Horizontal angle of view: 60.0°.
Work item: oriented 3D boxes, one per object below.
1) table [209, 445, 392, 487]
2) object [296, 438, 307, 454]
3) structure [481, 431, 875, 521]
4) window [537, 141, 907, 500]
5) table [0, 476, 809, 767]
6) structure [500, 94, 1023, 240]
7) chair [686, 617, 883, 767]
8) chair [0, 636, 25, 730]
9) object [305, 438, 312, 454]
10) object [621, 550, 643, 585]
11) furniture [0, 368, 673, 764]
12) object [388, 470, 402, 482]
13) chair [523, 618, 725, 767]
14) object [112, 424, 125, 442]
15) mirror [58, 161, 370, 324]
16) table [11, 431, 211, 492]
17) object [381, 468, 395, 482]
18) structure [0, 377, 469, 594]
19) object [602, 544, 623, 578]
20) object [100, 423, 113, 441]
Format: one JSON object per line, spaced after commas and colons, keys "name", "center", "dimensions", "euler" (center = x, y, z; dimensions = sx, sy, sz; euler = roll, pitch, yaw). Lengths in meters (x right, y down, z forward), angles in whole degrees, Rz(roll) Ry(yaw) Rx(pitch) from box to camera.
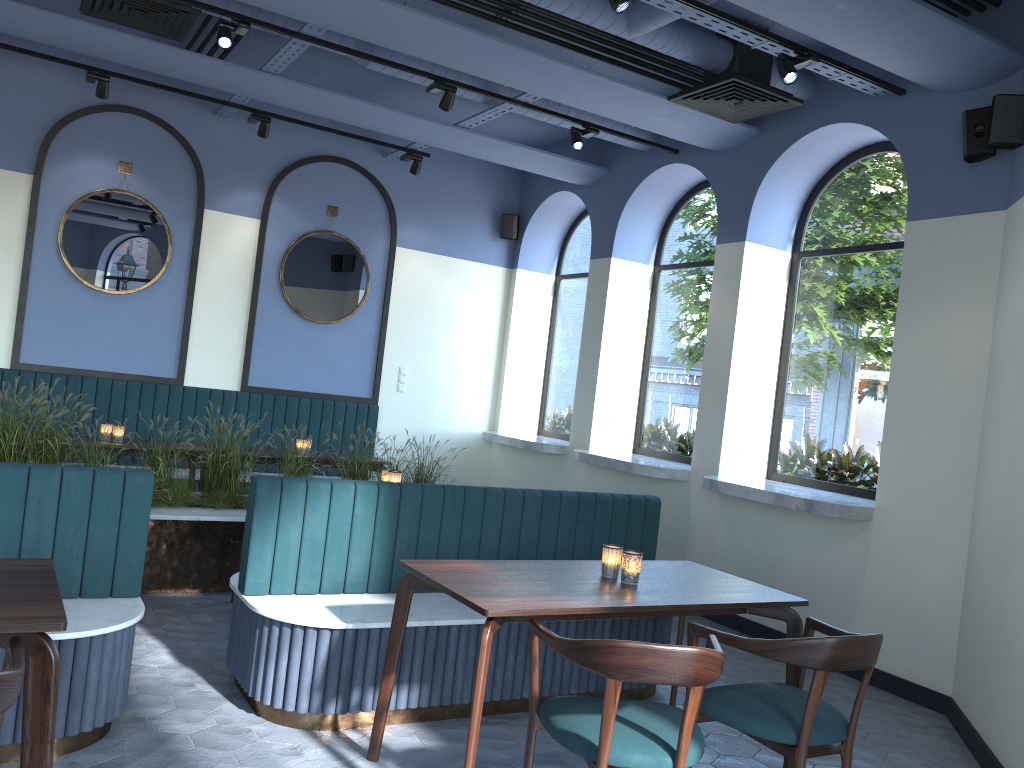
{"name": "table", "center": [-1.667, 0.921, 6.950], "dimensions": [1.332, 0.755, 0.548], "euler": [7, 0, -30]}
{"name": "object", "center": [-1.640, 0.484, 6.889], "dimensions": [0.078, 0.120, 0.078], "euler": [6, -1, 43]}
{"name": "structure", "center": [-0.577, 0.425, 2.053], "dimensions": [4.315, 0.080, 14.155], "euler": [6, 0, 21]}
{"name": "window", "center": [-0.224, -0.770, 2.001], "dimensions": [3.897, 2.394, 14.212], "euler": [6, 0, 20]}
{"name": "table", "center": [-3.068, 0.722, 1.870], "dimensions": [3.997, 0.755, 9.778], "euler": [6, -1, 44]}
{"name": "structure", "center": [-3.353, -2.029, 3.353], "dimensions": [7.261, 0.268, 13.143], "euler": [6, -1, 43]}
{"name": "chair", "center": [0.936, 1.177, 3.022], "dimensions": [0.618, 0.793, 0.525], "euler": [7, 0, -31]}
{"name": "chair", "center": [-1.295, 0.909, 1.763], "dimensions": [0.618, 0.793, 0.525], "euler": [7, -1, -44]}
{"name": "object", "center": [-1.620, 0.487, 6.985], "dimensions": [0.078, 0.120, 0.078], "euler": [6, -1, 43]}
{"name": "object", "center": [0.455, 0.701, 3.386], "dimensions": [0.078, 0.120, 0.078], "euler": [7, 0, -13]}
{"name": "furniture", "center": [-2.239, 0.644, 5.257], "dimensions": [4.800, 1.150, 4.703], "euler": [7, 0, -30]}
{"name": "object", "center": [-0.702, 0.581, 5.295], "dimensions": [0.078, 0.120, 0.078], "euler": [7, 0, -13]}
{"name": "chair", "center": [0.347, 1.106, 2.676], "dimensions": [0.618, 0.793, 0.525], "euler": [7, 0, -6]}
{"name": "object", "center": [-2.775, 0.348, 6.250], "dimensions": [0.078, 0.120, 0.078], "euler": [6, -1, 43]}
{"name": "mirror", "center": [-3.200, -1.277, 7.286], "dimensions": [4.357, 1.089, 0.026], "euler": [7, 0, -30]}
{"name": "table", "center": [-2.867, 0.777, 6.245], "dimensions": [1.332, 0.755, 0.548], "euler": [7, 0, -30]}
{"name": "object", "center": [-0.755, 0.575, 5.376], "dimensions": [0.078, 0.120, 0.078], "euler": [7, 0, -13]}
{"name": "structure", "center": [-2.406, 0.598, 5.551], "dimensions": [4.878, 1.207, 1.143], "euler": [7, 0, -29]}
{"name": "object", "center": [0.389, 0.694, 3.468], "dimensions": [0.078, 0.120, 0.078], "euler": [7, 0, -13]}
{"name": "object", "center": [-2.870, 0.337, 6.270], "dimensions": [0.078, 0.120, 0.078], "euler": [6, -1, 43]}
